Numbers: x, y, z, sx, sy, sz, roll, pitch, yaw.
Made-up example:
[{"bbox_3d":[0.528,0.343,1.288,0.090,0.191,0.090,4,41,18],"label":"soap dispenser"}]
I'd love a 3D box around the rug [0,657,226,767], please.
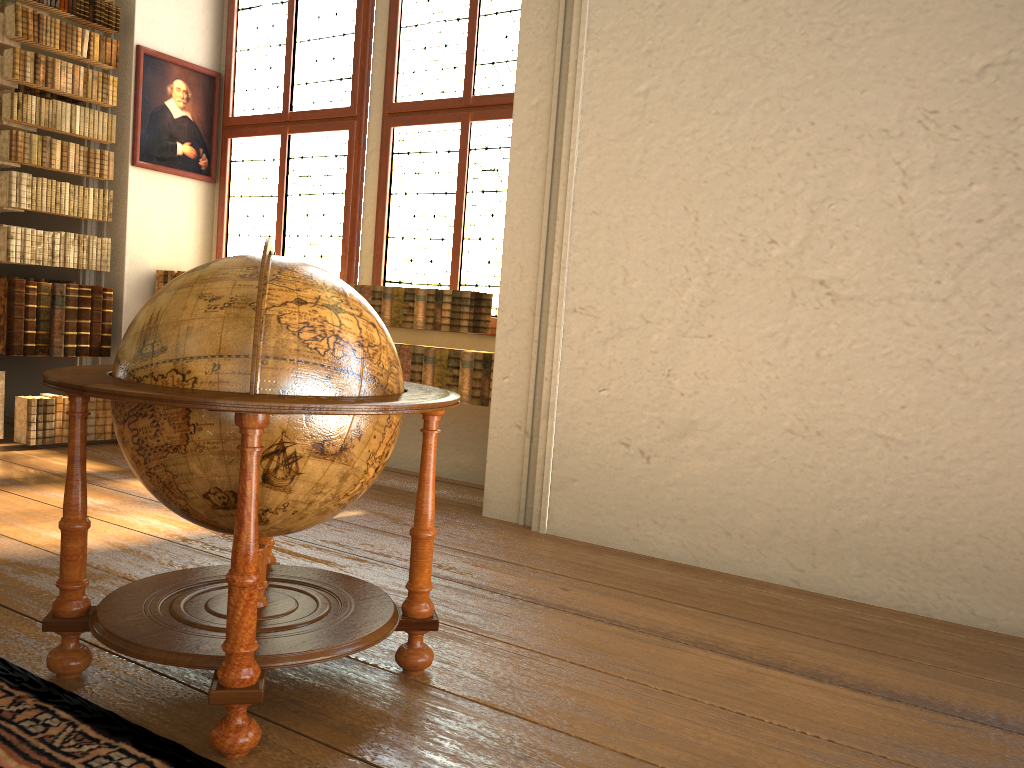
[{"bbox_3d":[-10.921,-0.052,5.949,36.862,0.064,4.702,7,4,32],"label":"rug"}]

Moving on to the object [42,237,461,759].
[{"bbox_3d":[-0.826,0.252,2.908,1.279,1.451,1.277,3,5,-20],"label":"object"}]
